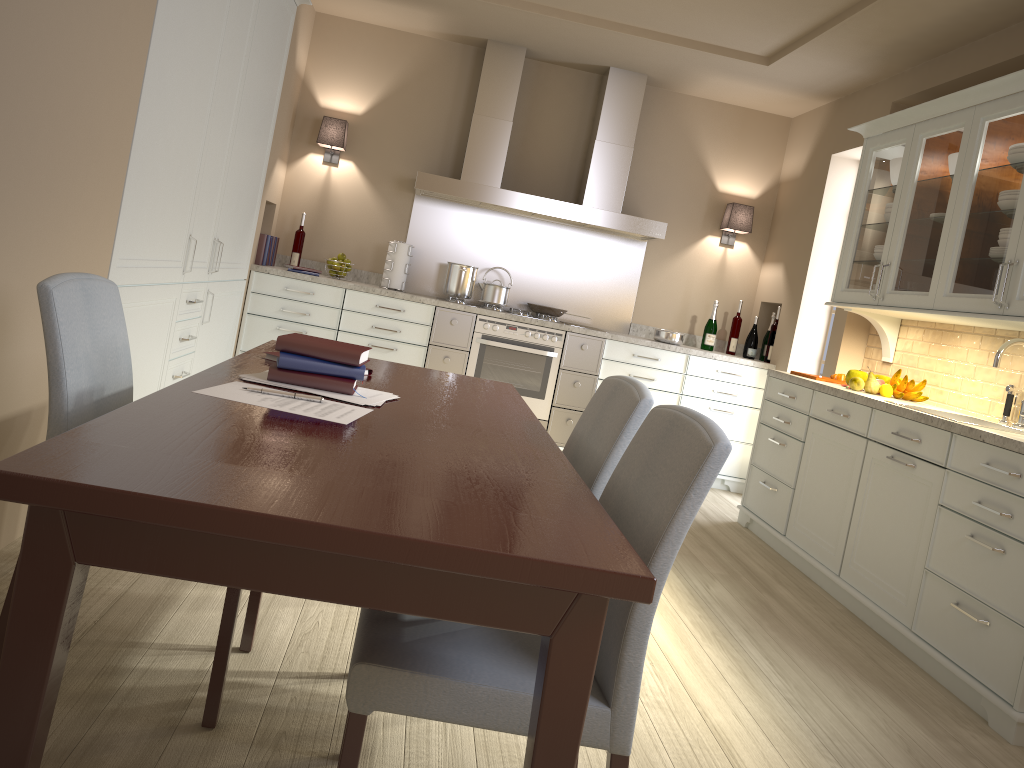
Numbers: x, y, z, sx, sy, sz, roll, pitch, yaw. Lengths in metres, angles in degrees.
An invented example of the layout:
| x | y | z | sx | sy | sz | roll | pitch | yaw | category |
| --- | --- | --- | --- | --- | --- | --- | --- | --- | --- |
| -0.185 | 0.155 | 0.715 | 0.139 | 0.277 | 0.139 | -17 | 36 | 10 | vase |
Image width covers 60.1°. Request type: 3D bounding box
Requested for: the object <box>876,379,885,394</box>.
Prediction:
| x | y | z | sx | sy | sz | roll | pitch | yaw | category |
| --- | --- | --- | --- | --- | --- | --- | --- | --- | --- |
| 1.664 | 0.010 | 4.044 | 0.081 | 0.070 | 0.086 | 8 | 6 | -36 | object |

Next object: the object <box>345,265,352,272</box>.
| x | y | z | sx | sy | sz | roll | pitch | yaw | category |
| --- | --- | --- | --- | --- | --- | --- | --- | --- | --- |
| -1.012 | -0.715 | 5.461 | 0.047 | 0.045 | 0.047 | 11 | 4 | -2 | object |

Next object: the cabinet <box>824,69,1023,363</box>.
| x | y | z | sx | sy | sz | roll | pitch | yaw | category |
| --- | --- | --- | --- | --- | --- | --- | --- | --- | --- |
| 1.873 | -0.582 | 3.541 | 0.410 | 1.109 | 1.940 | 11 | 5 | -7 | cabinet |

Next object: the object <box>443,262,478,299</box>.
| x | y | z | sx | sy | sz | roll | pitch | yaw | category |
| --- | --- | --- | --- | --- | --- | --- | --- | --- | --- |
| -0.326 | -0.647 | 5.547 | 0.203 | 0.206 | 0.200 | 15 | 5 | 41 | object |

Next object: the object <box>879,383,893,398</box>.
| x | y | z | sx | sy | sz | roll | pitch | yaw | category |
| --- | --- | --- | --- | --- | --- | --- | --- | --- | --- |
| 1.654 | 0.031 | 3.909 | 0.056 | 0.066 | 0.053 | 11 | 4 | 0 | object |

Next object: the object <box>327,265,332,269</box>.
| x | y | z | sx | sy | sz | roll | pitch | yaw | category |
| --- | --- | --- | --- | --- | --- | --- | --- | --- | --- |
| -1.118 | -0.733 | 5.485 | 0.054 | 0.054 | 0.054 | 8 | 5 | -42 | object |

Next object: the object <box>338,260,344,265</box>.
| x | y | z | sx | sy | sz | roll | pitch | yaw | category |
| --- | --- | --- | --- | --- | --- | --- | --- | --- | --- |
| -1.052 | -0.743 | 5.445 | 0.040 | 0.038 | 0.040 | 8 | 5 | -35 | object |

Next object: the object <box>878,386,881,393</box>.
| x | y | z | sx | sy | sz | roll | pitch | yaw | category |
| --- | --- | --- | --- | --- | --- | --- | --- | --- | --- |
| 1.628 | 0.018 | 3.987 | 0.055 | 0.055 | 0.067 | 7 | 6 | -43 | object |

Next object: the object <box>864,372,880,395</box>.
| x | y | z | sx | sy | sz | roll | pitch | yaw | category |
| --- | --- | --- | --- | --- | --- | --- | --- | --- | --- |
| 1.604 | -0.003 | 3.933 | 0.064 | 0.097 | 0.065 | 11 | 3 | -10 | object |

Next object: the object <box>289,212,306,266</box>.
| x | y | z | sx | sy | sz | roll | pitch | yaw | category |
| --- | --- | --- | --- | --- | --- | --- | --- | --- | --- |
| -1.322 | -0.883 | 5.485 | 0.062 | 0.365 | 0.062 | 12 | 2 | 20 | object |

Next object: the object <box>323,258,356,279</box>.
| x | y | z | sx | sy | sz | roll | pitch | yaw | category |
| --- | --- | --- | --- | --- | --- | --- | --- | --- | --- |
| -1.074 | -0.704 | 5.468 | 0.208 | 0.109 | 0.205 | 15 | 7 | 38 | object |

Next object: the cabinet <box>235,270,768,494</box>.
| x | y | z | sx | sy | sz | roll | pitch | yaw | category |
| --- | --- | --- | --- | --- | --- | --- | --- | --- | --- |
| -0.046 | -0.028 | 5.566 | 3.201 | 0.792 | 0.646 | 10 | 4 | -6 | cabinet |

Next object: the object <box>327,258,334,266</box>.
| x | y | z | sx | sy | sz | roll | pitch | yaw | category |
| --- | --- | --- | --- | --- | --- | --- | --- | --- | --- |
| -1.113 | -0.747 | 5.423 | 0.047 | 0.048 | 0.047 | 7 | 6 | -44 | object |

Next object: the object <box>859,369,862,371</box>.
| x | y | z | sx | sy | sz | roll | pitch | yaw | category |
| --- | --- | --- | --- | --- | --- | --- | --- | --- | --- |
| 1.632 | -0.059 | 4.148 | 0.003 | 0.021 | 0.018 | 10 | 4 | -20 | object |

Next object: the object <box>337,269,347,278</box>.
| x | y | z | sx | sy | sz | roll | pitch | yaw | category |
| --- | --- | --- | --- | --- | --- | --- | --- | --- | --- |
| -1.050 | -0.684 | 5.459 | 0.060 | 0.056 | 0.060 | 14 | 5 | 39 | object |

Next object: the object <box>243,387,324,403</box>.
| x | y | z | sx | sy | sz | roll | pitch | yaw | category |
| --- | --- | --- | --- | --- | --- | --- | --- | --- | --- |
| -0.449 | 0.019 | 1.733 | 0.158 | 0.011 | 0.011 | 10 | 4 | -11 | object |

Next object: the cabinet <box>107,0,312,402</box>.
| x | y | z | sx | sy | sz | roll | pitch | yaw | category |
| --- | --- | --- | --- | --- | --- | --- | --- | --- | --- |
| -1.554 | -0.929 | 3.901 | 0.611 | 2.332 | 2.357 | 11 | 4 | -7 | cabinet |

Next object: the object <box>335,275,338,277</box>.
| x | y | z | sx | sy | sz | roll | pitch | yaw | category |
| --- | --- | --- | --- | --- | --- | --- | --- | --- | --- |
| -1.085 | -0.684 | 5.498 | 0.038 | 0.038 | 0.039 | 11 | 4 | -3 | object |

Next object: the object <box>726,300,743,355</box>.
| x | y | z | sx | sy | sz | roll | pitch | yaw | category |
| --- | --- | --- | --- | --- | --- | --- | --- | --- | --- |
| 1.463 | -0.370 | 5.778 | 0.062 | 0.365 | 0.062 | 12 | 2 | 27 | object |

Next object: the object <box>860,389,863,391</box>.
| x | y | z | sx | sy | sz | roll | pitch | yaw | category |
| --- | --- | --- | --- | --- | --- | --- | --- | --- | --- |
| 1.586 | 0.023 | 4.055 | 0.042 | 0.013 | 0.147 | 13 | 7 | 22 | object |

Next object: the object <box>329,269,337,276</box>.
| x | y | z | sx | sy | sz | roll | pitch | yaw | category |
| --- | --- | --- | --- | --- | --- | --- | --- | --- | --- |
| -1.105 | -0.688 | 5.449 | 0.048 | 0.048 | 0.048 | 11 | 4 | 5 | object |

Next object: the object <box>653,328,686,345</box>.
| x | y | z | sx | sy | sz | roll | pitch | yaw | category |
| --- | --- | --- | --- | --- | --- | --- | --- | --- | --- |
| 1.034 | -0.300 | 5.611 | 0.200 | 0.090 | 0.369 | 15 | 7 | 35 | object |

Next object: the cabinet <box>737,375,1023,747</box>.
| x | y | z | sx | sy | sz | roll | pitch | yaw | category |
| --- | --- | --- | --- | --- | --- | --- | --- | --- | --- |
| 1.652 | 0.526 | 3.551 | 0.637 | 0.790 | 2.233 | 11 | 6 | -7 | cabinet |

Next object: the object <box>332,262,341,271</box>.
| x | y | z | sx | sy | sz | roll | pitch | yaw | category |
| --- | --- | --- | --- | --- | --- | --- | --- | --- | --- |
| -1.074 | -0.721 | 5.417 | 0.057 | 0.058 | 0.059 | 8 | 5 | -39 | object |

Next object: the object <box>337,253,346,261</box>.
| x | y | z | sx | sy | sz | roll | pitch | yaw | category |
| --- | --- | --- | --- | --- | --- | --- | --- | --- | --- |
| -1.053 | -0.784 | 5.472 | 0.055 | 0.056 | 0.055 | 11 | 4 | -6 | object |

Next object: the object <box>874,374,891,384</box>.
| x | y | z | sx | sy | sz | roll | pitch | yaw | category |
| --- | --- | --- | --- | --- | --- | --- | --- | --- | --- |
| 1.719 | 0.002 | 4.123 | 0.103 | 0.090 | 0.107 | 7 | 6 | -42 | object |

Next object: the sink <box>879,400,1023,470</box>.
| x | y | z | sx | sy | sz | roll | pitch | yaw | category |
| --- | --- | --- | --- | --- | --- | --- | --- | --- | --- |
| 1.638 | 0.332 | 3.277 | 0.379 | 0.414 | 0.487 | 11 | 4 | -6 | sink |

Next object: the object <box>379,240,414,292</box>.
| x | y | z | sx | sy | sz | roll | pitch | yaw | category |
| --- | --- | --- | --- | --- | --- | --- | --- | --- | --- |
| -0.711 | -0.732 | 5.455 | 0.168 | 0.303 | 0.164 | 10 | 3 | -22 | object |

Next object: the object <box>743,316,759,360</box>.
| x | y | z | sx | sy | sz | roll | pitch | yaw | category |
| --- | --- | --- | --- | --- | --- | --- | --- | --- | --- |
| 1.540 | -0.296 | 5.660 | 0.084 | 0.276 | 0.083 | 12 | 2 | 15 | object |

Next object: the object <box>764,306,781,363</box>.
| x | y | z | sx | sy | sz | roll | pitch | yaw | category |
| --- | --- | --- | --- | --- | --- | --- | --- | --- | --- |
| 1.652 | -0.309 | 5.566 | 0.062 | 0.365 | 0.062 | 12 | 2 | 27 | object |

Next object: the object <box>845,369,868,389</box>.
| x | y | z | sx | sy | sz | roll | pitch | yaw | category |
| --- | --- | --- | --- | --- | --- | --- | --- | --- | --- |
| 1.621 | -0.020 | 4.156 | 0.104 | 0.090 | 0.106 | 11 | 4 | 0 | object |

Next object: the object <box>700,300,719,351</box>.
| x | y | z | sx | sy | sz | roll | pitch | yaw | category |
| --- | --- | --- | --- | --- | --- | --- | --- | --- | --- |
| 1.290 | -0.379 | 5.717 | 0.084 | 0.330 | 0.083 | 12 | 2 | 22 | object |

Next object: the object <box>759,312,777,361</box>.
| x | y | z | sx | sy | sz | roll | pitch | yaw | category |
| --- | --- | --- | --- | --- | --- | --- | --- | --- | --- |
| 1.678 | -0.306 | 5.746 | 0.084 | 0.330 | 0.083 | 12 | 2 | 22 | object |

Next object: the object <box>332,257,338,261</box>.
| x | y | z | sx | sy | sz | roll | pitch | yaw | category |
| --- | --- | --- | --- | --- | --- | --- | --- | --- | --- |
| -1.098 | -0.761 | 5.464 | 0.044 | 0.043 | 0.040 | 12 | 4 | 8 | object |

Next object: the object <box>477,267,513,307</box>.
| x | y | z | sx | sy | sz | roll | pitch | yaw | category |
| --- | --- | --- | --- | --- | --- | --- | --- | --- | --- |
| -0.095 | -0.619 | 5.564 | 0.210 | 0.236 | 0.208 | 13 | 4 | 27 | object |

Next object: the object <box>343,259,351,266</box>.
| x | y | z | sx | sy | sz | roll | pitch | yaw | category |
| --- | --- | --- | --- | --- | --- | --- | --- | --- | --- |
| -1.012 | -0.747 | 5.434 | 0.047 | 0.045 | 0.047 | 11 | 4 | -6 | object |

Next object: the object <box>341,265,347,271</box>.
| x | y | z | sx | sy | sz | roll | pitch | yaw | category |
| --- | --- | --- | --- | --- | --- | --- | --- | --- | --- |
| -1.033 | -0.712 | 5.422 | 0.039 | 0.040 | 0.040 | 10 | 4 | -15 | object |

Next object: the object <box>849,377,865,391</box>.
| x | y | z | sx | sy | sz | roll | pitch | yaw | category |
| --- | --- | --- | --- | --- | --- | --- | --- | --- | --- |
| 1.538 | -0.001 | 3.952 | 0.066 | 0.063 | 0.094 | 12 | 5 | 12 | object |
